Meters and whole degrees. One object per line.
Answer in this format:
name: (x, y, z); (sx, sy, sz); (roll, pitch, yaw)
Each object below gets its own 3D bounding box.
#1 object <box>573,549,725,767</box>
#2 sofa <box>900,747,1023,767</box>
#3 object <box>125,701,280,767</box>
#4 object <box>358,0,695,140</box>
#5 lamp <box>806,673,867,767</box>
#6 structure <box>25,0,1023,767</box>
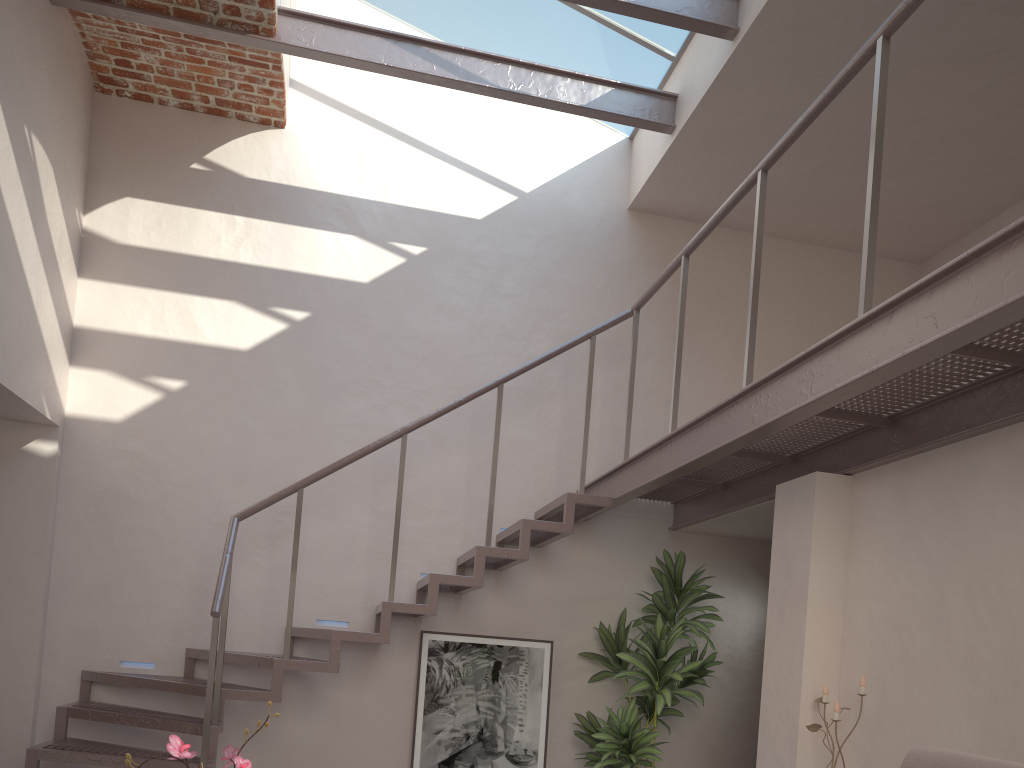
object: (0.869, 1.951, 5.840); (0.961, 1.830, 1.112); (4, -6, 7)
sofa: (0.152, 1.165, 1.788); (2.193, 0.917, 3.220); (7, -15, -10)
object: (-0.687, 0.992, 2.000); (0.377, 0.584, 0.299); (6, -5, -17)
object: (0.143, -2.832, 3.980); (2.372, 0.655, 4.641); (7, -16, -9)
lamp: (1.373, 1.792, 3.896); (0.232, 1.105, 0.348); (4, -3, 23)
structure: (-0.085, 0.243, 2.582); (3.837, 3.117, 7.345); (6, -14, -10)
